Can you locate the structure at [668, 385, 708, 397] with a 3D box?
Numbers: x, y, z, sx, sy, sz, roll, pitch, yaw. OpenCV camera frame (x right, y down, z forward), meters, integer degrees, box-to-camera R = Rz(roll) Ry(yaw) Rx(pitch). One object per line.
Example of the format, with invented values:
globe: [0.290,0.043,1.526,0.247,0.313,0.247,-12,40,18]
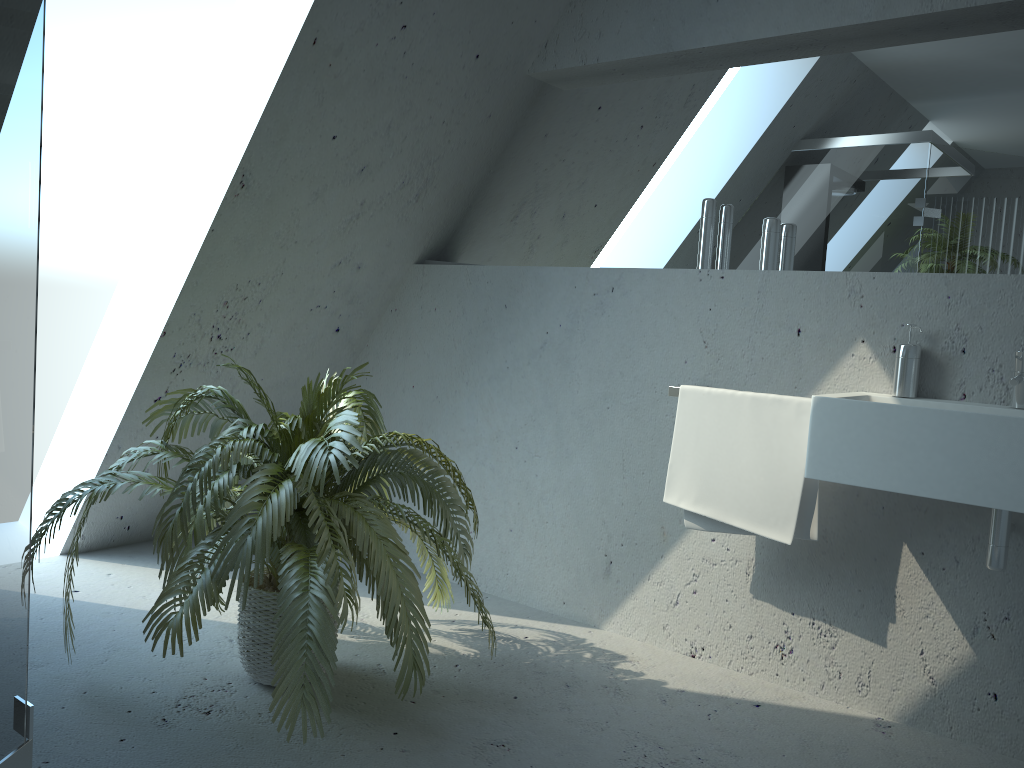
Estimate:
structure: [0.714,0.042,2.559,0.480,0.030,0.206,7,5,38]

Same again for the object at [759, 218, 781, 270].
object: [0.783,-0.422,2.690,0.052,0.160,0.052,5,4,23]

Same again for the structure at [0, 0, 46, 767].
structure: [-1.225,-0.173,0.890,1.835,2.114,1.184,7,5,38]

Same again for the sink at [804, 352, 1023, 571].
sink: [1.165,0.185,2.096,0.800,0.526,0.429,7,5,38]

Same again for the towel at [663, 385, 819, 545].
towel: [0.645,0.234,2.501,0.455,0.429,0.063,7,5,39]

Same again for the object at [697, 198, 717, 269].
object: [0.619,-0.474,2.818,0.045,0.225,0.045,5,4,23]

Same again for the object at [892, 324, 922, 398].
object: [1.053,-0.062,2.359,0.061,0.193,0.076,6,5,26]

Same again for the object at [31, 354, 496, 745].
object: [-0.589,0.367,2.419,1.132,0.893,1.112,5,4,15]
